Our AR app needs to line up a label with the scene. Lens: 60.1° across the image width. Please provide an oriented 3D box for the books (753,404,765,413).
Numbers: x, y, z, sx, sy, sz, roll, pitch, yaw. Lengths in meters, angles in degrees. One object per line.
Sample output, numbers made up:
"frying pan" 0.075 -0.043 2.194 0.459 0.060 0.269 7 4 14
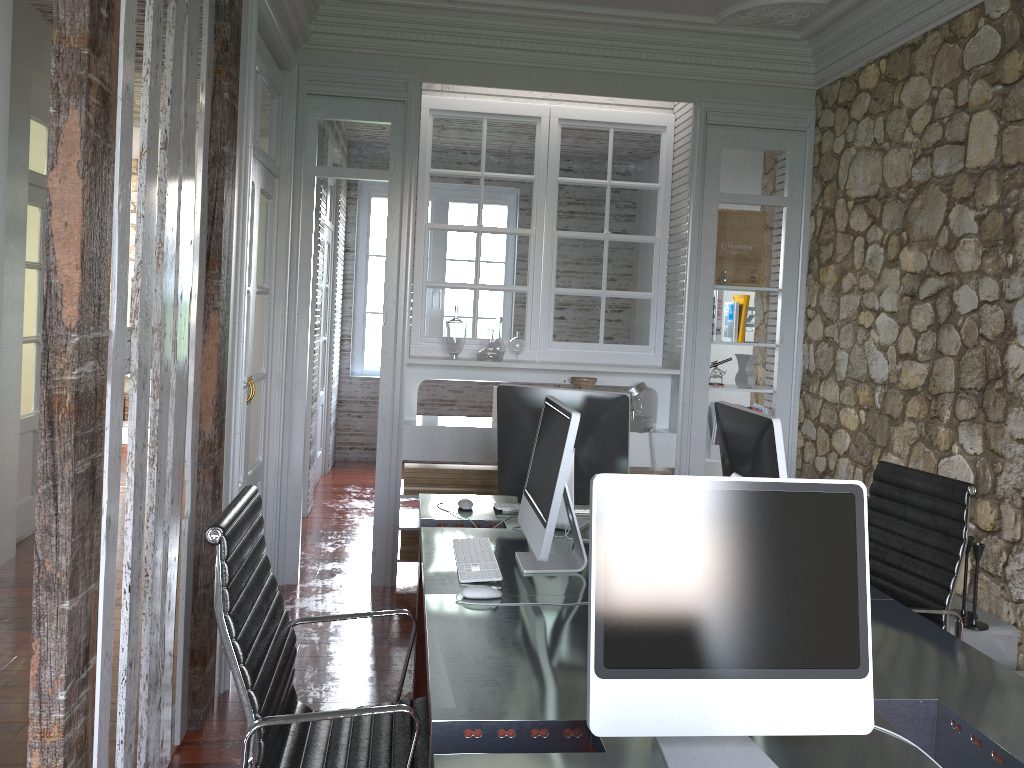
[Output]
"books" 1.404 0.269 5.071 0.030 0.290 0.180 3 2 -3

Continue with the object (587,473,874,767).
"object" 0.363 0.400 1.515 0.483 0.484 0.190 2 2 -7

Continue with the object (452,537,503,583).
"object" -0.109 0.519 2.639 0.118 0.017 0.440 2 5 -7

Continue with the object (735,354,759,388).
"object" 1.324 -0.072 5.018 0.063 0.188 0.126 2 3 -34

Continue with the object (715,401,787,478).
"object" 0.712 0.317 2.727 0.189 0.484 0.485 3 3 -7

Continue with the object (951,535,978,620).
"object" 1.642 0.695 3.204 0.095 0.288 0.095 4 2 43

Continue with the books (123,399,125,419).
"books" -4.355 0.270 9.940 0.057 0.229 0.189 3 3 -7

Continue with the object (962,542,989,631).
"object" 1.623 0.703 3.096 0.095 0.288 0.095 2 2 -11

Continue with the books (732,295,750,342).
"books" 1.289 -0.374 5.049 0.055 0.268 0.193 3 3 -7

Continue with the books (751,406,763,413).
"books" 1.385 0.276 5.061 0.024 0.277 0.194 3 3 -3

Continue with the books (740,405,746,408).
"books" 1.316 0.269 5.038 0.045 0.286 0.194 3 2 -1

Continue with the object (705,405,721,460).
"object" 1.146 0.271 5.024 0.078 0.277 0.239 3 3 1

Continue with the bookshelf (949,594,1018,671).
"bookshelf" 1.479 1.024 3.674 0.436 0.459 1.198 2 4 -7

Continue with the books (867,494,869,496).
"books" 1.490 0.628 3.672 0.249 0.332 0.060 2 2 -7

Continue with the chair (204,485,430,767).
"chair" -0.364 0.788 2.007 0.698 1.021 0.667 2 2 -12

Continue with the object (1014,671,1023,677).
"object" 1.630 1.141 2.760 0.362 0.386 0.401 2 3 -7

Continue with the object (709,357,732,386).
"object" 1.139 -0.074 4.969 0.177 0.161 0.093 4 3 21

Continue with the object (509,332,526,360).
"object" 0.031 -0.200 4.997 0.094 0.187 0.094 1 3 -32

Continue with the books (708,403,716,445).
"books" 1.128 0.257 5.042 0.037 0.287 0.194 3 2 1

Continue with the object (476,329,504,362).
"object" -0.117 -0.199 4.813 0.148 0.200 0.148 2 3 -24

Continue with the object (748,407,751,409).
"object" 1.407 0.281 5.046 0.078 0.277 0.239 3 3 -3

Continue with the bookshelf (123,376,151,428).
"bookshelf" -4.081 0.199 9.926 1.400 0.549 0.401 2 3 -7

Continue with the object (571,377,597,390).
"object" 0.393 0.105 4.884 0.143 0.278 0.143 3 2 7

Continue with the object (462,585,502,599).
"object" -0.078 0.541 2.312 0.106 0.028 0.059 2 4 -8

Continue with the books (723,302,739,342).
"books" 1.248 -0.354 5.046 0.026 0.223 0.161 3 3 -7

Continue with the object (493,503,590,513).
"object" 0.151 0.470 3.370 0.439 0.017 0.119 2 5 -7

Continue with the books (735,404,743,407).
"books" 1.305 0.262 5.044 0.045 0.282 0.180 3 2 -1

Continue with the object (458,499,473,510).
"object" -0.174 0.451 3.338 0.059 0.028 0.106 2 4 -8

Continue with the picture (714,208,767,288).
"picture" 1.271 -0.765 4.998 0.326 0.434 0.009 2 2 -7

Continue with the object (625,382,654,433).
"object" 0.683 0.121 4.923 0.167 0.272 0.188 4 3 28

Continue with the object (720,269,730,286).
"object" 1.182 -0.590 4.907 0.056 0.089 0.056 3 2 -4

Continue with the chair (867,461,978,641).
"chair" 1.063 0.791 2.817 0.698 1.021 0.667 2 2 -11

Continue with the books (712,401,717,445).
"books" 1.143 0.255 5.049 0.038 0.295 0.180 3 2 1

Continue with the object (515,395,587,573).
"object" 0.126 0.296 2.633 0.189 0.484 0.485 3 3 -7

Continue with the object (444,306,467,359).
"object" -0.313 -0.272 4.870 0.129 0.315 0.129 3 2 18

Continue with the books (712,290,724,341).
"books" 1.145 -0.390 5.058 0.042 0.286 0.216 3 3 -7

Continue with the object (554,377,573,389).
"object" 0.288 0.101 4.822 0.128 0.287 0.129 1 3 -40

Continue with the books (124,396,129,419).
"books" -4.302 0.253 9.928 0.044 0.270 0.140 3 2 -7

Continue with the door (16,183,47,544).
"door" -2.870 -0.143 5.404 0.041 2.082 1.079 3 2 -7

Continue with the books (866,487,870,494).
"books" 1.486 0.613 3.734 0.259 0.350 0.065 2 2 -7

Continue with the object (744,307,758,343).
"object" 1.352 -0.363 5.066 0.078 0.249 0.115 3 2 -7

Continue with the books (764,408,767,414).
"books" 1.416 0.271 5.064 0.013 0.288 0.194 3 2 -3

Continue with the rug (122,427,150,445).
"rug" -3.699 0.545 9.196 1.067 0.016 1.071 2 5 -7

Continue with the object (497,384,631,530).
"object" 0.169 0.256 3.143 0.484 0.484 0.190 4 2 18

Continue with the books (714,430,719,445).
"books" 1.170 0.262 5.042 0.022 0.288 0.194 3 2 1

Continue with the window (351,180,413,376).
"window" -0.739 -0.955 8.547 1.539 1.936 0.127 2 2 -7

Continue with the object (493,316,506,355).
"object" -0.076 -0.243 4.937 0.088 0.271 0.088 2 2 -12

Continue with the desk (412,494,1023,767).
"desk" 0.399 0.936 2.394 1.300 0.726 2.515 2 4 -7

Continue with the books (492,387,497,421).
"books" -0.006 0.115 5.051 0.150 0.193 0.143 0 4 -41

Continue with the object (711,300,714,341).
"object" 1.087 -0.373 5.035 0.078 0.249 0.115 3 2 -7
